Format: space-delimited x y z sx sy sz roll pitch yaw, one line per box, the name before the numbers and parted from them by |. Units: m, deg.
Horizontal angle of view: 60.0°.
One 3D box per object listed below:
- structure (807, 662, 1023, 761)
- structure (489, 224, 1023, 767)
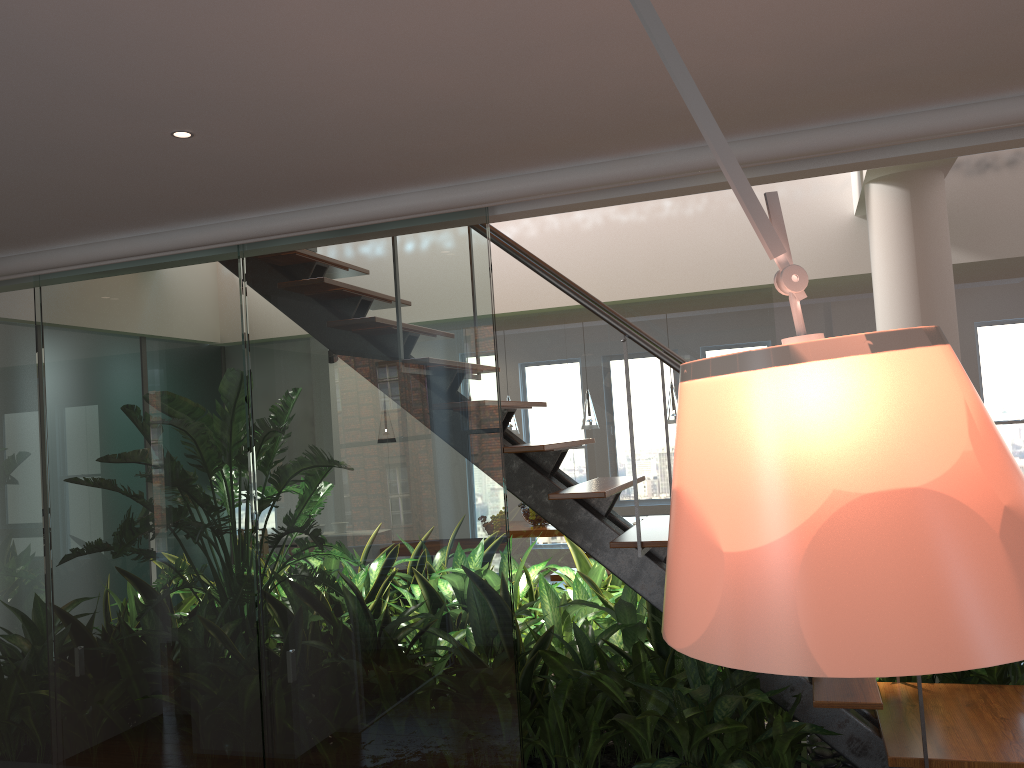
structure | 0.572 1.583 4.250 5.584 0.386 3.088 -5 -3 18
structure | -0.259 -0.450 4.361 4.591 4.265 2.552 -5 -3 18
